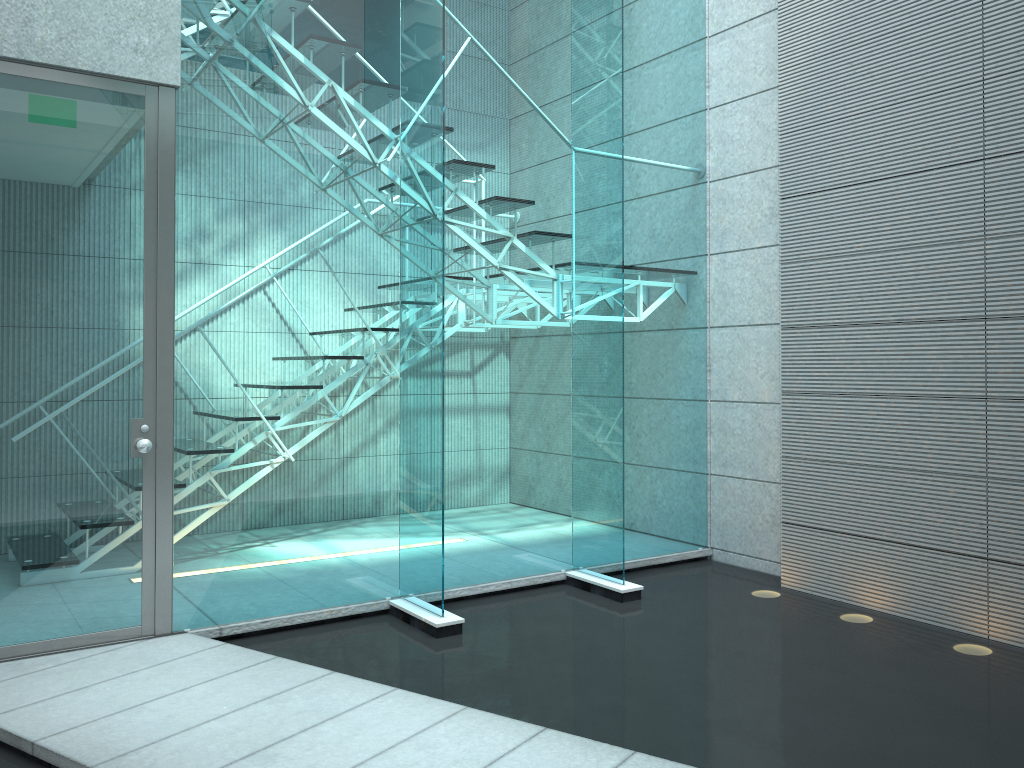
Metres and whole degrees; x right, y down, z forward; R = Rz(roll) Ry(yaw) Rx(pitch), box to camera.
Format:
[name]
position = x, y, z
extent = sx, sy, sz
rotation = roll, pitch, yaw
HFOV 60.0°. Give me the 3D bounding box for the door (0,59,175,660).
[door]
position = -3.162, -0.189, 5.983
extent = 1.689, 4.032, 0.149
rotation = 0, -1, -34
